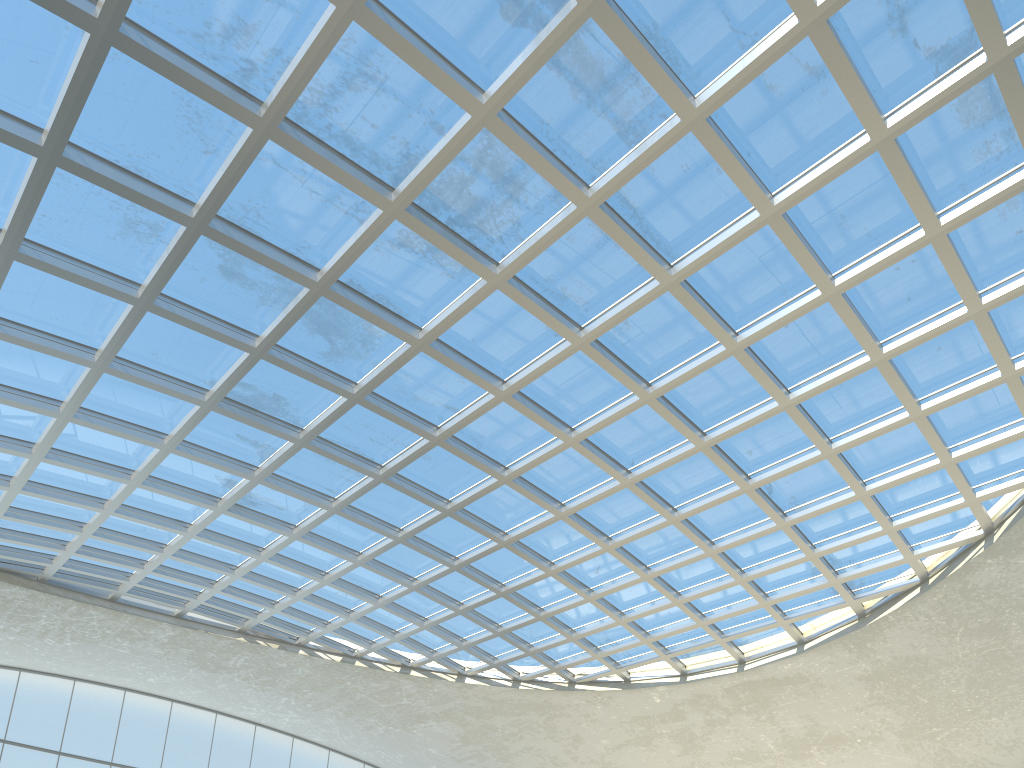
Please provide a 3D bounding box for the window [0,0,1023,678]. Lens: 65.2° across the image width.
[{"bbox_3d":[-6.835,5.662,45.310,84.435,9.612,85.879,-29,-47,36],"label":"window"}]
